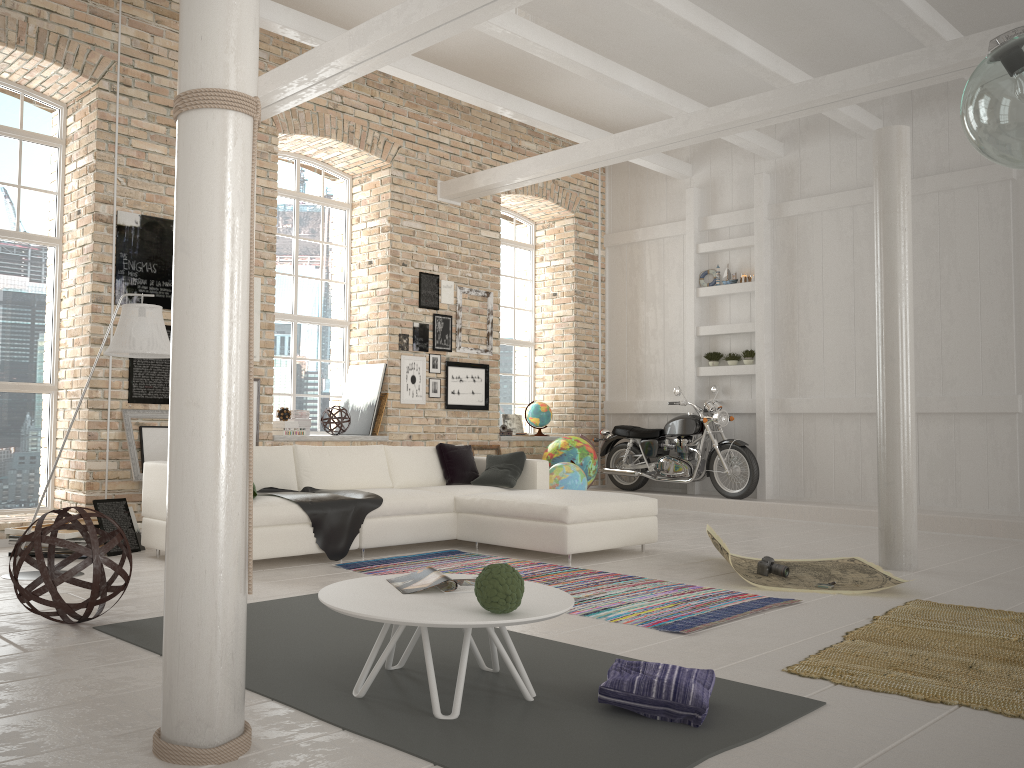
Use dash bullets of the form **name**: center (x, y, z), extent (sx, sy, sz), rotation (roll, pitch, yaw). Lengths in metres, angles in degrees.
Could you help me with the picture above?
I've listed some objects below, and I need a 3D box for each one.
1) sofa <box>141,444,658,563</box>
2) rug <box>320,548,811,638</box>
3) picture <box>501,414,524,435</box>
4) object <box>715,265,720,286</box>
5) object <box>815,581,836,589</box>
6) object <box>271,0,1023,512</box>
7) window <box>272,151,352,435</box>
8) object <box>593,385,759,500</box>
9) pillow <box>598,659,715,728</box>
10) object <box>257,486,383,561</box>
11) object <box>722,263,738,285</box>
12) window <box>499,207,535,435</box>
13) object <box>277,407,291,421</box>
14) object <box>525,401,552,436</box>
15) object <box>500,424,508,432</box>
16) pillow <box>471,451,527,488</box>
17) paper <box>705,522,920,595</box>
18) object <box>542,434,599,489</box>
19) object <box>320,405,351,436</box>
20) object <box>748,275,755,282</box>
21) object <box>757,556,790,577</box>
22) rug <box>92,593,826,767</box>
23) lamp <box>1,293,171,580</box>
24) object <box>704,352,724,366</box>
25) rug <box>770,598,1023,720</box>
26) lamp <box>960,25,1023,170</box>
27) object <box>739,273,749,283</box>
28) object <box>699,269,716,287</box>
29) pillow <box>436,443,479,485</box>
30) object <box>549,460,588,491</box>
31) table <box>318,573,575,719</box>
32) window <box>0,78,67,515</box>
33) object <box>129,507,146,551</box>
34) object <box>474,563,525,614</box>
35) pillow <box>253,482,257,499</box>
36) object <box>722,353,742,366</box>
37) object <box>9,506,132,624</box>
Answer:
- **sofa**: center (-0.748, 0.887, 6.640), extent (2.322, 0.842, 3.058), rotation (-2, -4, 45)
- **rug**: center (0.183, 1.219, 5.462), extent (2.865, 0.008, 1.314), rotation (-2, -4, 43)
- **picture**: center (0.012, 0.540, 11.617), extent (0.072, 0.292, 0.366), rotation (-3, -4, 45)
- **object**: center (2.481, -1.306, 10.732), extent (0.067, 0.267, 0.067), rotation (0, -3, -1)
- **object**: center (1.936, 1.224, 5.442), extent (0.104, 0.019, 0.212), rotation (-2, -4, 40)
- **object**: center (1.722, -1.169, 4.951), extent (12.670, 4.799, 9.454), rotation (-2, -4, 44)
- **window**: center (2.026, -1.108, 5.211), extent (12.222, 2.989, 1.335), rotation (-2, -4, 44)
- **object**: center (1.937, 0.669, 10.699), extent (2.317, 1.329, 0.760), rotation (-2, -4, 40)
- **pillow**: center (0.487, 1.041, 3.002), extent (0.372, 0.164, 0.337), rotation (0, -3, 20)
- **object**: center (-1.469, 0.996, 6.439), extent (0.829, 0.464, 0.835), rotation (-2, -4, 42)
- **object**: center (2.588, -1.309, 10.586), extent (0.060, 0.261, 0.248), rotation (2, -3, -33)
- **window**: center (4.123, -0.975, 7.320), extent (12.222, 2.989, 1.335), rotation (-2, -4, 44)
- **object**: center (-2.222, 0.295, 8.689), extent (0.137, 0.137, 0.149), rotation (2, -3, -18)
- **object**: center (0.349, 0.447, 11.425), extent (0.308, 0.465, 0.352), rotation (3, -4, -40)
- **object**: center (-0.131, 0.539, 10.893), extent (0.093, 0.090, 0.482), rotation (1, -3, -7)
- **pillow**: center (-0.110, 0.733, 7.721), extent (0.443, 0.305, 0.319), rotation (-1, -4, 35)
- **paper**: center (1.908, 1.127, 5.883), extent (1.088, 0.265, 1.431), rotation (0, -3, 8)
- **object**: center (0.679, 1.046, 10.454), extent (0.686, 0.924, 0.624), rotation (-1, -3, 20)
- **object**: center (-1.789, 0.369, 9.043), extent (0.327, 0.307, 0.286), rotation (-2, -4, 36)
- **object**: center (2.817, -1.226, 10.406), extent (0.107, 0.088, 0.106), rotation (1, -3, -4)
- **object**: center (1.707, 1.190, 5.811), extent (0.181, 0.124, 0.139), rotation (-2, -4, 44)
- **rug**: center (-0.415, 1.113, 3.585), extent (2.901, 0.041, 1.342), rotation (-2, -4, 43)
- **lamp**: center (-2.636, 0.301, 5.619), extent (0.982, 1.775, 0.460), rotation (1, -3, -9)
- **object**: center (2.419, -0.299, 10.694), extent (0.238, 0.180, 0.244), rotation (0, -3, 15)
- **rug**: center (2.274, 1.153, 3.772), extent (1.641, 0.021, 2.054), rotation (-2, -4, 38)
- **lamp**: center (1.949, -1.569, 3.308), extent (0.473, 1.599, 0.531), rotation (2, -4, -31)
- **object**: center (2.731, -1.239, 10.493), extent (0.100, 0.120, 0.114), rotation (2, -3, -28)
- **object**: center (2.395, -1.283, 10.846), extent (0.250, 0.229, 0.066), rotation (-2, -4, 36)
- **pillow**: center (-0.474, 0.723, 7.986), extent (0.398, 0.390, 0.259), rotation (3, -4, -45)
- **object**: center (0.555, 1.107, 9.251), extent (0.444, 0.631, 0.451), rotation (1, -3, -5)
- **table**: center (-0.241, 0.925, 3.191), extent (0.858, 0.342, 0.964), rotation (2, -3, -31)
- **window**: center (-0.094, -0.910, 3.063), extent (12.222, 3.655, 1.335), rotation (-2, -4, 44)
- **object**: center (-2.848, 1.082, 6.572), extent (0.164, 0.331, 0.256), rotation (-1, -3, 22)
- **object**: center (-0.039, 0.665, 2.895), extent (0.172, 0.164, 0.153), rotation (-1, -3, 21)
- **pillow**: center (-1.901, 0.600, 6.048), extent (0.292, 0.344, 0.434), rotation (2, -3, -21)
- **object**: center (2.610, -0.293, 10.535), extent (0.238, 0.158, 0.216), rotation (-2, -4, 36)
- **object**: center (-2.067, 0.850, 4.196), extent (0.571, 0.543, 0.512), rotation (-1, -3, 20)
